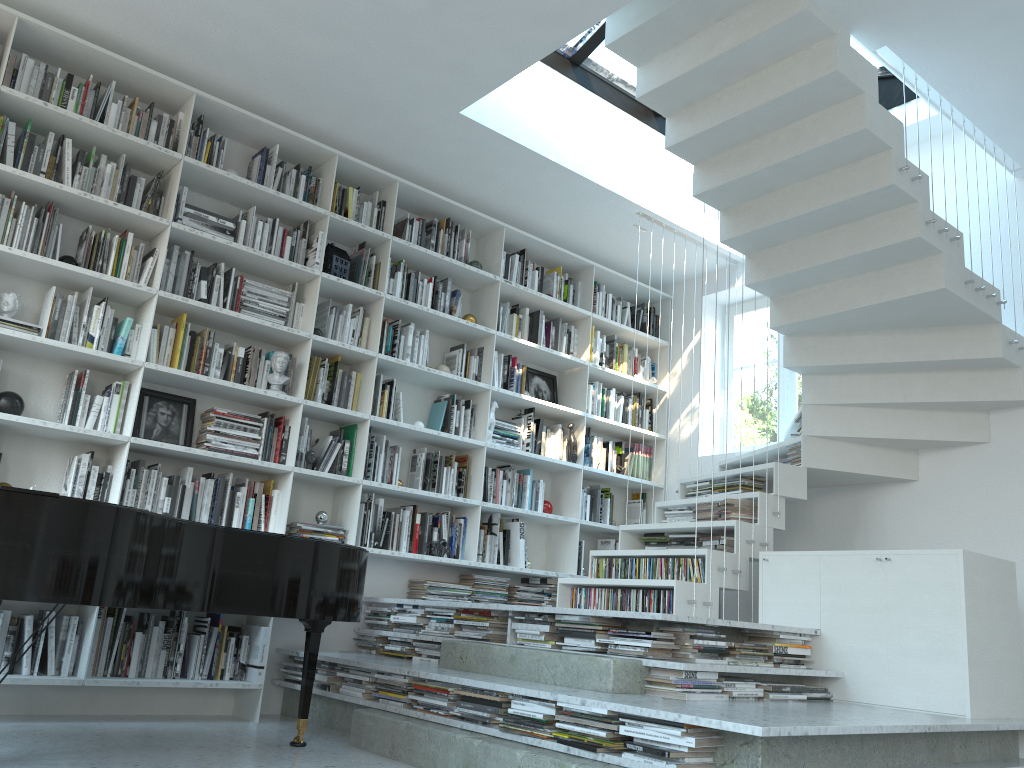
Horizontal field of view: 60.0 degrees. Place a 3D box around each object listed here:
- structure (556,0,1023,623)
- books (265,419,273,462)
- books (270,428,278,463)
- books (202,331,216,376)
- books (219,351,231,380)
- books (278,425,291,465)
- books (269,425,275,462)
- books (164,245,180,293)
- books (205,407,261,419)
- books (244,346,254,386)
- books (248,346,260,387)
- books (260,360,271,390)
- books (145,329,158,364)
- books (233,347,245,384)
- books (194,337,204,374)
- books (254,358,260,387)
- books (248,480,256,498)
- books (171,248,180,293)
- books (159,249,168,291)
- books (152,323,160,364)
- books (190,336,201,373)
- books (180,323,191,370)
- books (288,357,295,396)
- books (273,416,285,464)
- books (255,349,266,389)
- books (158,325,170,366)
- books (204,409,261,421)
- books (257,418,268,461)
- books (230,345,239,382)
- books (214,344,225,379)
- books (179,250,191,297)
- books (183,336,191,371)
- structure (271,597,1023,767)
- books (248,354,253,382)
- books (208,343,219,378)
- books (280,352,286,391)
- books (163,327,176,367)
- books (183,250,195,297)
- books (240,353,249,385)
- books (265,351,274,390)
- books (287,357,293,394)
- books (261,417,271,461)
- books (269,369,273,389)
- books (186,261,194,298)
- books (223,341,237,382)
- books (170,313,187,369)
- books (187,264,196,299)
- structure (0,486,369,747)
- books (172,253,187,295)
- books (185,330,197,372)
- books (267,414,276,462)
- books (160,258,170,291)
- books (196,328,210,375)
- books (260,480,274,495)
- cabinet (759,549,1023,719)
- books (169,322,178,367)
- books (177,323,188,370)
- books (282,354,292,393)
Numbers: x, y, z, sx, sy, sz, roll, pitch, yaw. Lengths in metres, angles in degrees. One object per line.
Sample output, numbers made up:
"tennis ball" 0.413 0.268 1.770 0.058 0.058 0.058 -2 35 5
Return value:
"structure" 1.193 -0.147 4.653 2.618 3.372 1.957 16 -19 -37
"books" -1.352 0.323 4.803 0.013 0.255 0.163 16 -18 -37
"books" -1.325 0.352 4.826 0.021 0.217 0.132 16 -18 -37
"books" -1.617 -0.131 4.634 0.028 0.267 0.190 16 -18 -37
"books" -1.557 -0.070 4.709 0.050 0.198 0.146 16 -18 -37
"books" -1.278 0.350 4.830 0.034 0.228 0.199 16 -18 -37
"books" -1.339 0.341 4.819 0.013 0.232 0.134 16 -18 -37
"books" -1.788 -0.554 4.585 0.026 0.296 0.179 16 -18 -37
"books" -1.484 0.164 4.712 0.254 0.012 0.161 15 -18 -33
"books" -1.448 -0.072 4.758 0.012 0.244 0.186 16 -18 -37
"books" -1.426 -0.066 4.799 0.025 0.258 0.151 16 -18 -37
"books" -1.376 -0.020 4.843 0.035 0.201 0.149 16 -18 -37
"books" -1.831 -0.162 4.468 0.053 0.208 0.156 16 -18 -37
"books" -1.492 -0.071 4.732 0.029 0.223 0.185 16 -18 -37
"books" -1.662 -0.121 4.622 0.026 0.235 0.137 16 -18 -37
"books" -1.421 -0.033 4.819 0.022 0.206 0.114 16 -18 -37
"books" -1.411 0.656 4.703 0.010 0.283 0.132 16 -18 -37
"books" -1.784 -0.554 4.614 0.014 0.312 0.133 16 -18 -37
"books" -1.831 -0.551 4.551 0.026 0.266 0.171 16 -18 -37
"books" -1.823 -0.172 4.492 0.043 0.241 0.162 16 -18 -37
"books" -1.672 -0.122 4.604 0.012 0.227 0.170 16 -18 -37
"books" -1.713 -0.163 4.566 0.010 0.280 0.171 16 -18 -37
"books" -1.264 -0.014 4.954 0.023 0.264 0.107 16 -18 -37
"books" -1.300 0.323 4.830 0.011 0.279 0.186 16 -18 -37
"books" -1.397 -0.054 4.835 0.024 0.258 0.127 16 -18 -37
"books" -1.802 -0.166 4.521 0.026 0.247 0.139 16 -18 -37
"books" -1.486 0.176 4.711 0.254 0.012 0.161 18 -20 -40
"books" -1.373 0.315 4.776 0.012 0.253 0.161 16 -18 -37
"books" -1.514 -0.079 4.730 0.010 0.233 0.175 16 -18 -37
"books" -1.580 -0.088 4.678 0.030 0.214 0.169 16 -18 -37
"books" -1.744 -0.537 4.633 0.029 0.294 0.151 16 -18 -37
"books" -1.716 -0.131 4.587 0.024 0.228 0.148 16 -18 -37
"structure" 0.713 1.510 4.436 2.904 0.657 3.117 16 -19 -37
"books" -1.458 -0.055 4.795 0.025 0.229 0.143 16 -18 -37
"books" -1.600 -0.095 4.661 0.024 0.216 0.175 16 -18 -37
"books" -1.301 -0.033 4.922 0.025 0.278 0.108 16 -18 -37
"books" -1.778 -0.157 4.532 0.029 0.239 0.156 16 -18 -37
"books" -1.724 -0.536 4.640 0.011 0.299 0.180 16 -18 -37
"books" -1.472 -0.053 4.748 0.029 0.200 0.178 16 -18 -37
"books" -1.360 -0.043 4.872 0.014 0.262 0.135 16 -18 -37
"books" -1.274 -0.018 4.937 0.014 0.260 0.137 16 -18 -37
"books" -1.362 0.314 4.782 0.011 0.260 0.184 16 -18 -37
"books" -1.350 -0.013 4.869 0.012 0.205 0.146 16 -18 -37
"books" -1.719 -0.510 4.642 0.011 0.251 0.153 16 -18 -37
"books" -1.524 -0.093 4.729 0.014 0.258 0.161 16 -18 -37
"books" -1.730 -0.192 4.538 0.014 0.316 0.188 16 -18 -37
"books" -1.711 -0.498 4.648 0.014 0.232 0.147 16 -18 -37
"structure" -1.353 0.914 3.201 1.921 0.830 1.336 16 -19 -37
"books" -1.755 -0.531 4.600 0.025 0.265 0.185 16 -18 -37
"books" -1.699 -0.139 4.611 0.028 0.258 0.134 16 -18 -37
"books" -1.341 0.310 4.814 0.011 0.287 0.152 16 -18 -37
"books" -1.822 -0.524 4.574 0.027 0.227 0.147 16 -18 -37
"books" -1.641 -0.141 4.634 0.013 0.283 0.177 16 -18 -37
"books" -1.336 0.667 4.753 0.011 0.299 0.149 16 -18 -37
"cabinet" 1.714 1.138 4.120 0.552 0.666 0.994 16 -19 -37
"books" -1.769 -0.171 4.559 0.010 0.283 0.137 16 -18 -37
"books" -1.721 -0.164 4.539 0.015 0.266 0.189 16 -18 -37
"books" -1.277 -0.025 4.920 0.014 0.265 0.154 16 -18 -37
